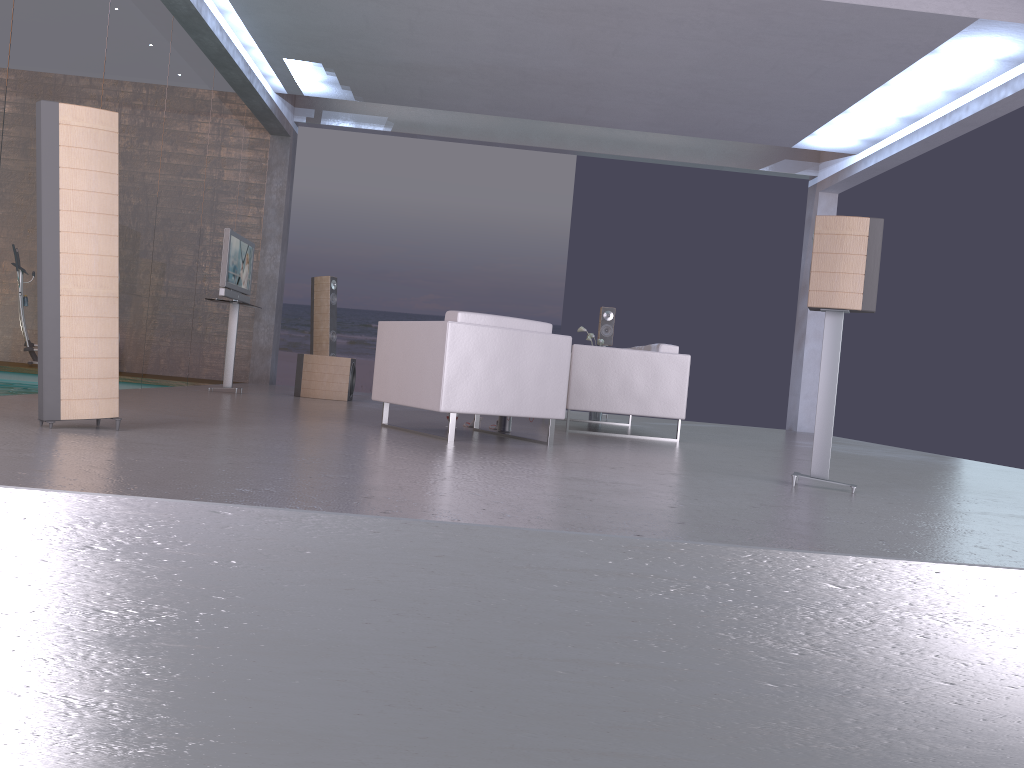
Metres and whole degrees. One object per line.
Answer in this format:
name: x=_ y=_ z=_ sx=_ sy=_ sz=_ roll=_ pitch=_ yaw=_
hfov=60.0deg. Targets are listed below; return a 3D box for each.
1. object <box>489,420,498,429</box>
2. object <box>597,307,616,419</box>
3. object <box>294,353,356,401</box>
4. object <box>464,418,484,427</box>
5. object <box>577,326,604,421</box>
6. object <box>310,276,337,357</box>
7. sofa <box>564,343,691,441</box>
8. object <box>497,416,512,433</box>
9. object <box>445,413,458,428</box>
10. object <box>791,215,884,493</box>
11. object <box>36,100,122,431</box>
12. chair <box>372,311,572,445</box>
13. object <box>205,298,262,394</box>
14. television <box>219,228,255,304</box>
object: x=-0.112 y=0.311 z=6.879 sx=0.079 sy=0.087 sz=0.235 roll=5 pitch=1 yaw=-25
object: x=1.120 y=-0.257 z=10.954 sx=0.243 sy=1.363 sz=0.333 roll=5 pitch=1 yaw=3
object: x=-2.019 y=-0.074 z=9.622 sx=0.604 sy=0.459 sz=0.514 roll=5 pitch=1 yaw=-3
object: x=-0.307 y=0.293 z=6.877 sx=0.079 sy=0.087 sz=0.235 roll=5 pitch=1 yaw=-36
object: x=0.948 y=-0.108 z=10.058 sx=0.387 sy=1.051 sz=0.400 roll=6 pitch=1 yaw=35
object: x=-2.411 y=-0.632 z=11.271 sx=0.444 sy=1.469 sz=0.244 roll=5 pitch=1 yaw=22
sofa: x=0.902 y=0.018 z=8.588 sx=1.026 sy=0.824 sz=2.353 roll=5 pitch=1 yaw=-3
object: x=-0.040 y=0.144 z=6.667 sx=0.109 sy=0.435 sz=0.109 roll=5 pitch=1 yaw=24
object: x=-0.447 y=0.210 z=6.683 sx=0.091 sy=0.233 sz=0.091 roll=5 pitch=1 yaw=25
object: x=1.629 y=-0.153 z=4.460 sx=0.333 sy=1.363 sz=0.243 roll=5 pitch=1 yaw=28
object: x=-2.009 y=-0.533 z=4.091 sx=0.244 sy=1.473 sz=0.444 roll=6 pitch=1 yaw=42
chair: x=-0.298 y=-0.057 z=5.965 sx=0.936 sy=0.808 sz=1.026 roll=5 pitch=1 yaw=-33
object: x=-2.835 y=-0.393 z=8.950 sx=0.360 sy=0.958 sz=0.818 roll=5 pitch=1 yaw=-3
television: x=-2.763 y=-1.168 z=8.940 sx=0.054 sy=0.644 sz=1.000 roll=5 pitch=1 yaw=-3
